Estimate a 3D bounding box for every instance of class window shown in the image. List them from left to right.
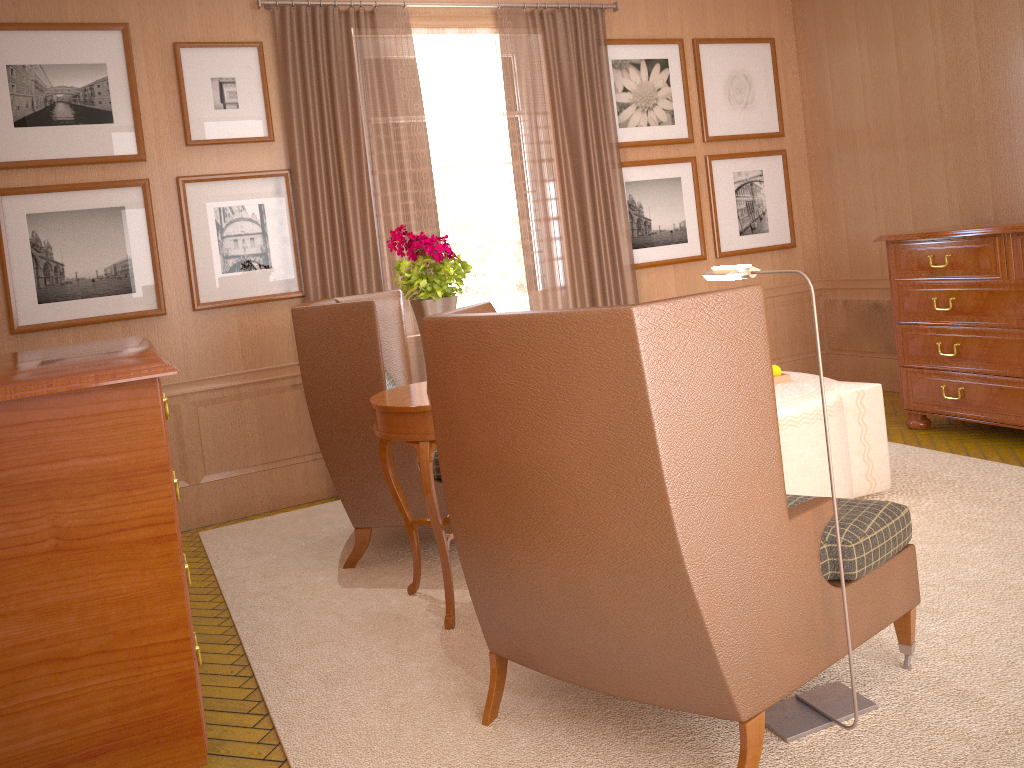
[{"bbox_3d":[-0.633,-2.264,9.705,2.450,3.364,0.846,-9,3,-25],"label":"window"}]

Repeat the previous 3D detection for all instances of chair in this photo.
[{"bbox_3d":[-0.756,0.228,7.168,1.720,1.964,1.927,-7,5,1],"label":"chair"},{"bbox_3d":[0.635,0.532,4.205,1.903,1.964,1.741,-2,7,40],"label":"chair"}]

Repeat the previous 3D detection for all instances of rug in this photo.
[{"bbox_3d":[1.534,1.213,5.604,6.037,0.020,7.984,-11,10,-24],"label":"rug"}]

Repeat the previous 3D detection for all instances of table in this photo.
[{"bbox_3d":[-0.369,0.720,5.690,0.929,1.366,1.042,-8,5,-17],"label":"table"}]

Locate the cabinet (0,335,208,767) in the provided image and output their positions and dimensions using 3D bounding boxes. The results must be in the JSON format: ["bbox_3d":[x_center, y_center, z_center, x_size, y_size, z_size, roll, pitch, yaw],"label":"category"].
[{"bbox_3d":[-2.522,0.855,4.722,1.425,1.931,2.775,-9,7,-24],"label":"cabinet"}]

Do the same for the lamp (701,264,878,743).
[{"bbox_3d":[1.186,0.476,3.975,0.626,2.022,0.569,-5,3,36],"label":"lamp"}]

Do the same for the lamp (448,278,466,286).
[{"bbox_3d":[-0.493,0.044,7.980,0.627,2.017,0.569,-5,3,27],"label":"lamp"}]

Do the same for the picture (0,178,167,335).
[{"bbox_3d":[-3.789,-1.143,7.760,1.258,1.244,0.047,-9,3,-25],"label":"picture"}]

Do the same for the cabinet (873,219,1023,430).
[{"bbox_3d":[4.905,-0.492,7.814,1.425,1.931,2.775,-9,7,-24],"label":"cabinet"}]

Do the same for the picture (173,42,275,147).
[{"bbox_3d":[-2.703,-2.739,8.291,0.810,0.954,0.047,-9,3,-25],"label":"picture"}]

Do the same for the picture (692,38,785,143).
[{"bbox_3d":[2.809,-3.637,10.857,1.258,1.244,0.047,-9,3,-25],"label":"picture"}]

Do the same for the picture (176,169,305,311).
[{"bbox_3d":[-2.545,-1.378,8.339,1.057,1.244,0.047,-9,3,-25],"label":"picture"}]

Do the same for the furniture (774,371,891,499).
[{"bbox_3d":[1.731,0.475,7.186,1.965,0.894,1.955,-11,9,-27],"label":"furniture"}]

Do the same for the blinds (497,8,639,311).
[{"bbox_3d":[0.700,-1.753,9.730,1.457,4.769,0.266,-8,2,-26],"label":"blinds"}]

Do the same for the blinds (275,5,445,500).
[{"bbox_3d":[-1.390,-1.352,8.754,1.437,4.779,0.266,-8,2,-23],"label":"blinds"}]

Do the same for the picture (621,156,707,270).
[{"bbox_3d":[1.705,-2.006,10.316,1.258,1.244,0.047,-9,3,-25],"label":"picture"}]

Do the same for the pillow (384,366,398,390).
[{"bbox_3d":[-1.209,0.118,7.168,0.538,0.703,1.085,-7,7,1],"label":"pillow"}]

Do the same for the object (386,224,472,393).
[{"bbox_3d":[-0.486,-0.497,5.632,0.528,1.084,0.455,-8,3,-26],"label":"object"}]

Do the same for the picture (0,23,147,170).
[{"bbox_3d":[-3.951,-2.534,7.711,1.258,1.244,0.047,-9,3,-25],"label":"picture"}]

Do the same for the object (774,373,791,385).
[{"bbox_3d":[1.748,-0.013,7.205,0.806,0.059,0.641,-11,10,-24],"label":"object"}]

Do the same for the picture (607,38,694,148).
[{"bbox_3d":[1.544,-3.398,10.267,1.258,1.244,0.047,-9,3,-25],"label":"picture"}]

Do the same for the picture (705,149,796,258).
[{"bbox_3d":[2.971,-2.246,10.906,1.258,1.244,0.047,-9,3,-25],"label":"picture"}]

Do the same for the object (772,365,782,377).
[{"bbox_3d":[2.131,-0.091,7.151,0.113,0.133,0.109,-5,5,22],"label":"object"}]
